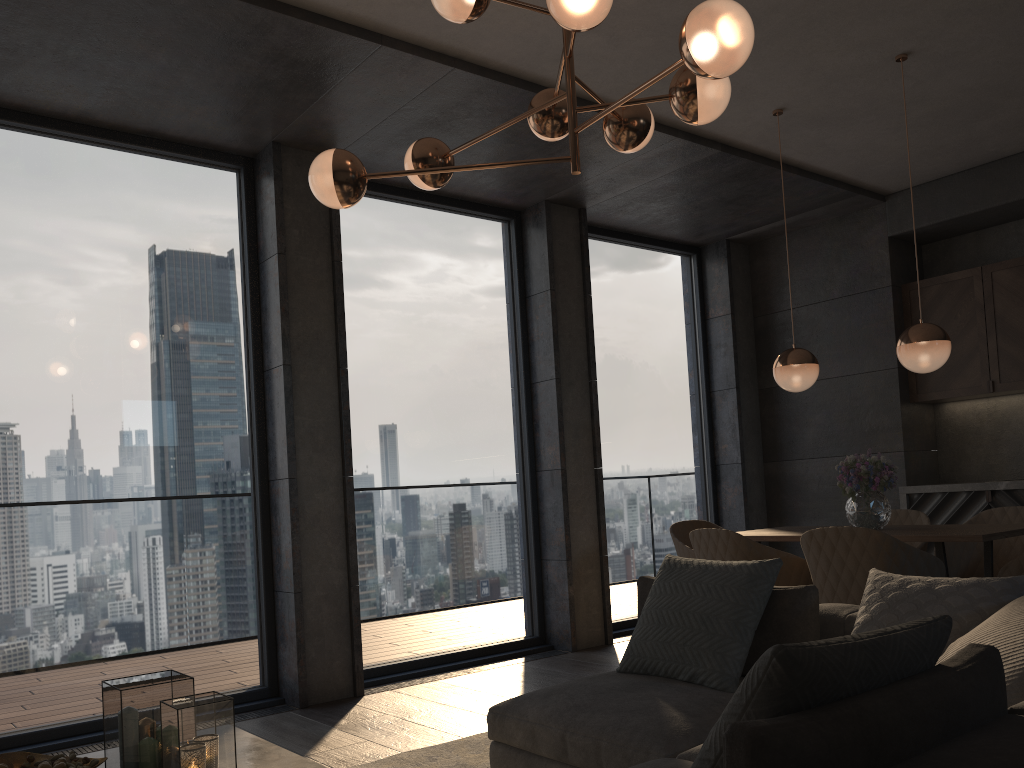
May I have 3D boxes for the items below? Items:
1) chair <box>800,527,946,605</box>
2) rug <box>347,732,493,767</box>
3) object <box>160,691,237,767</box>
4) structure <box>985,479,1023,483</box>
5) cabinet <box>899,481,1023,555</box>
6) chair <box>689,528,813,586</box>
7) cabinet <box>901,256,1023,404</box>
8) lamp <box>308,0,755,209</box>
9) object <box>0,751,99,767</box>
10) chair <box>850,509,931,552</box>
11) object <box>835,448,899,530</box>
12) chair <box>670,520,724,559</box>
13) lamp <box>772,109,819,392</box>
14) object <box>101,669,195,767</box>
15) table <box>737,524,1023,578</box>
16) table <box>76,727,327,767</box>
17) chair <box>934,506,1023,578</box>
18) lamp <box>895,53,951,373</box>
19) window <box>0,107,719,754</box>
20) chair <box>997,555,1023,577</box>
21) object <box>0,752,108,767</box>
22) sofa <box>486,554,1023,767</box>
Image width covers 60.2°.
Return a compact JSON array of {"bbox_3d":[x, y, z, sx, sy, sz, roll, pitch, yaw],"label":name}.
[{"bbox_3d":[1.561,1.018,3.815,0.510,0.832,0.558,0,-5,-44],"label":"chair"},{"bbox_3d":[-0.539,1.374,2.432,3.143,0.020,1.741,3,-9,-38],"label":"rug"},{"bbox_3d":[-0.844,0.960,2.378,0.149,0.219,0.149,0,-5,-38],"label":"object"},{"bbox_3d":[3.510,0.623,5.749,0.504,0.017,0.615,2,-9,-38],"label":"structure"},{"bbox_3d":[4.040,0.976,5.072,0.600,0.945,3.416,0,-7,-38],"label":"cabinet"},{"bbox_3d":[1.180,1.101,4.292,0.510,0.832,0.559,-1,-4,-29],"label":"chair"},{"bbox_3d":[4.044,-0.519,5.200,0.369,0.861,3.416,-1,-7,-38],"label":"cabinet"},{"bbox_3d":[0.139,-1.133,2.958,1.469,1.033,1.017,-6,-6,28],"label":"lamp"},{"bbox_3d":[-1.283,1.055,2.366,0.279,0.071,0.324,-9,-9,40],"label":"object"},{"bbox_3d":[2.095,1.139,4.996,0.510,0.832,0.558,0,-5,-44],"label":"chair"},{"bbox_3d":[1.798,0.530,4.456,0.299,0.407,0.329,-5,-4,22],"label":"object"},{"bbox_3d":[1.233,1.209,5.145,0.555,0.832,0.513,-1,-4,-34],"label":"chair"},{"bbox_3d":[1.495,-0.723,4.792,0.239,1.538,0.240,-2,-3,-33],"label":"lamp"},{"bbox_3d":[-1.026,0.966,2.499,0.196,0.260,0.200,0,-5,-38],"label":"object"},{"bbox_3d":[1.801,1.116,4.425,0.769,0.765,1.476,0,-7,-38],"label":"table"},{"bbox_3d":[-1.031,1.234,2.361,0.930,0.307,0.937,2,-9,-38],"label":"table"},{"bbox_3d":[2.481,1.049,4.474,0.510,0.832,0.558,0,-5,-39],"label":"chair"},{"bbox_3d":[1.929,-0.819,4.244,0.240,1.538,0.239,-4,-3,27],"label":"lamp"},{"bbox_3d":[-1.215,0.245,4.987,7.265,2.986,0.200,2,-5,-38],"label":"window"},{"bbox_3d":[2.348,0.956,3.691,0.555,0.832,0.513,-1,-4,-34],"label":"chair"},{"bbox_3d":[-1.277,1.054,2.373,0.348,0.083,0.348,-7,-8,29],"label":"object"},{"bbox_3d":[0.278,0.891,2.061,2.911,0.780,2.037,2,-9,-39],"label":"sofa"}]
